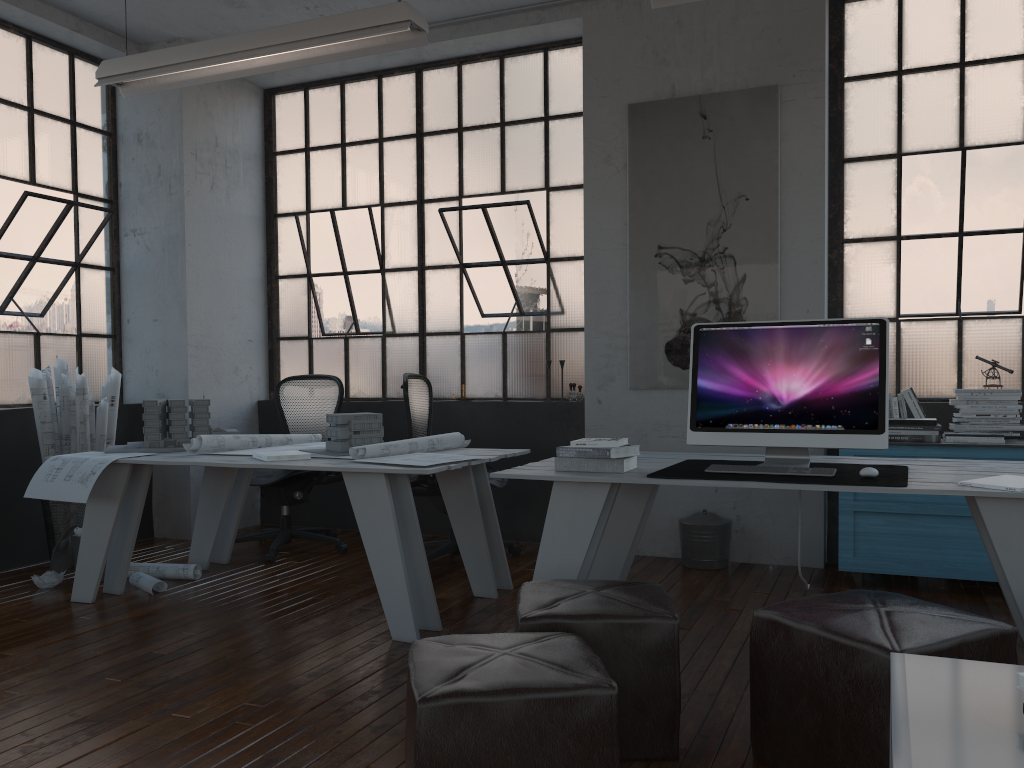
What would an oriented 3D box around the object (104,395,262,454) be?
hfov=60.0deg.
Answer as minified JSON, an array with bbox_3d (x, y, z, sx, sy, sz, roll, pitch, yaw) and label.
[{"bbox_3d":[-1.714,0.186,4.622,0.736,0.306,0.433,-1,1,-22],"label":"object"}]

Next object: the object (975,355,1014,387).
[{"bbox_3d":[2.409,-0.065,4.427,0.092,0.161,0.177,-1,1,-9],"label":"object"}]

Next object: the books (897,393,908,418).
[{"bbox_3d":[2.043,0.161,4.620,0.065,0.224,0.160,0,2,23],"label":"books"}]

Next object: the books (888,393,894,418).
[{"bbox_3d":[1.985,0.165,4.646,0.045,0.240,0.152,0,2,23],"label":"books"}]

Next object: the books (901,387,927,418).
[{"bbox_3d":[2.111,0.157,4.596,0.169,0.284,0.175,0,2,23],"label":"books"}]

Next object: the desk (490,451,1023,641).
[{"bbox_3d":[1.083,0.668,3.405,2.077,0.705,1.074,0,1,23],"label":"desk"}]

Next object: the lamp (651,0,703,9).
[{"bbox_3d":[1.391,-1.651,3.200,1.877,0.205,0.202,0,1,23],"label":"lamp"}]

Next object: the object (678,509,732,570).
[{"bbox_3d":[1.069,0.848,4.907,0.292,0.308,0.292,-2,2,-39],"label":"object"}]

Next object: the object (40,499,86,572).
[{"bbox_3d":[-2.469,0.839,5.027,0.354,0.398,0.354,0,1,29],"label":"object"}]

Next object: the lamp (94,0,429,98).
[{"bbox_3d":[-1.275,-1.858,4.312,1.877,0.629,0.202,0,2,23],"label":"lamp"}]

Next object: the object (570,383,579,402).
[{"bbox_3d":[0.388,0.051,5.524,0.058,0.117,0.032,1,2,37],"label":"object"}]

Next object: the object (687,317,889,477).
[{"bbox_3d":[0.990,0.038,3.247,0.714,0.553,0.377,0,2,24],"label":"object"}]

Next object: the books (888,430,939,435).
[{"bbox_3d":[1.978,0.236,4.406,0.242,0.023,0.191,0,0,21],"label":"books"}]

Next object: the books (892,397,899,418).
[{"bbox_3d":[2.012,0.181,4.640,0.046,0.224,0.160,0,2,23],"label":"books"}]

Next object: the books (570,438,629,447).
[{"bbox_3d":[0.336,0.224,3.392,0.185,0.030,0.153,0,0,23],"label":"books"}]

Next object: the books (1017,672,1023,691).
[{"bbox_3d":[1.040,0.525,1.487,0.272,0.031,0.200,-1,0,-2],"label":"books"}]

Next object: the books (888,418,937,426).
[{"bbox_3d":[1.979,0.188,4.410,0.239,0.028,0.190,0,0,25],"label":"books"}]

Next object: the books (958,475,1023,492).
[{"bbox_3d":[1.579,0.312,2.797,0.243,0.019,0.205,-1,0,-27],"label":"books"}]

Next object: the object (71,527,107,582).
[{"bbox_3d":[-2.197,0.886,4.743,0.290,0.294,0.290,-1,1,-26],"label":"object"}]

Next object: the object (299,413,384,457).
[{"bbox_3d":[-0.765,0.236,4.294,0.389,0.183,0.416,-1,1,-37],"label":"object"}]

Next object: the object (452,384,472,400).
[{"bbox_3d":[-0.320,0.053,5.860,0.124,0.100,0.124,-2,1,-45],"label":"object"}]

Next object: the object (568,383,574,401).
[{"bbox_3d":[0.372,0.051,5.592,0.032,0.117,0.058,-1,2,-16],"label":"object"}]

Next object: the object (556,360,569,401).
[{"bbox_3d":[0.317,-0.020,5.585,0.085,0.260,0.085,-1,2,-14],"label":"object"}]

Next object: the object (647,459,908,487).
[{"bbox_3d":[0.990,0.321,3.254,0.848,0.008,0.687,0,0,24],"label":"object"}]

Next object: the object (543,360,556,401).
[{"bbox_3d":[0.237,-0.020,5.636,0.085,0.260,0.085,-1,2,-14],"label":"object"}]

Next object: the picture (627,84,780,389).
[{"bbox_3d":[1.066,-0.798,4.994,0.853,1.652,0.025,0,2,23],"label":"picture"}]

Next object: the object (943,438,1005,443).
[{"bbox_3d":[2.239,0.272,4.301,0.253,0.014,0.187,0,0,23],"label":"object"}]

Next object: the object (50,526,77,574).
[{"bbox_3d":[-2.395,0.899,4.729,0.107,0.281,0.293,-1,1,-4],"label":"object"}]

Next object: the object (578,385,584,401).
[{"bbox_3d":[0.429,0.058,5.587,0.032,0.102,0.058,-2,2,-32],"label":"object"}]

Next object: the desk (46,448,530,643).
[{"bbox_3d":[-1.057,0.679,4.303,2.056,0.698,1.064,0,1,23],"label":"desk"}]

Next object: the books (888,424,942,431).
[{"bbox_3d":[1.988,0.214,4.410,0.258,0.023,0.211,0,0,23],"label":"books"}]

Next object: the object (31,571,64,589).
[{"bbox_3d":[-2.365,1.000,4.521,0.135,0.084,0.107,0,1,13],"label":"object"}]

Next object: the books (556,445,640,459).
[{"bbox_3d":[0.329,0.256,3.380,0.257,0.044,0.193,0,1,43],"label":"books"}]

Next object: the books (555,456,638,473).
[{"bbox_3d":[0.325,0.303,3.409,0.271,0.050,0.200,0,1,23],"label":"books"}]
